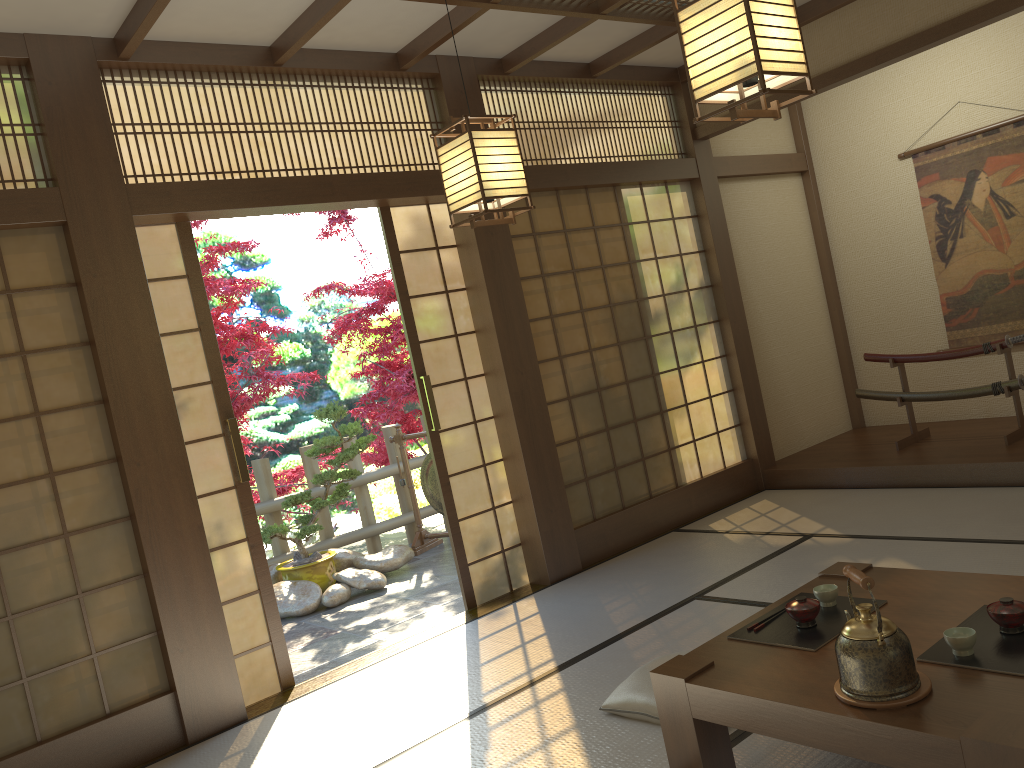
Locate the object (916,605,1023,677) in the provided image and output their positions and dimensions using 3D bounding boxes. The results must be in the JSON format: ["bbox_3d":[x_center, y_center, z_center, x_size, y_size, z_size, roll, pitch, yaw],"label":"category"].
[{"bbox_3d":[1.261,0.642,2.239,0.400,0.007,0.300,-14,3,-38],"label":"object"}]

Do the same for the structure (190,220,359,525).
[{"bbox_3d":[-3.195,-0.016,7.062,3.412,4.004,3.045,-12,2,-6],"label":"structure"}]

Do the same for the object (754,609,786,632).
[{"bbox_3d":[0.796,0.717,2.712,0.200,0.008,0.008,-14,3,-42],"label":"object"}]

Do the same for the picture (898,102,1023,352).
[{"bbox_3d":[3.252,-1.102,6.137,0.038,1.725,0.952,-14,3,-38],"label":"picture"}]

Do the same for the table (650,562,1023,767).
[{"bbox_3d":[1.112,0.839,2.432,1.000,0.350,1.000,-14,3,-38],"label":"table"}]

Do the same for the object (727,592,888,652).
[{"bbox_3d":[0.887,0.707,2.662,0.400,0.007,0.300,-14,3,-38],"label":"object"}]

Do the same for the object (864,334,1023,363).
[{"bbox_3d":[2.815,-0.218,5.679,0.086,0.121,1.186,-14,3,-37],"label":"object"}]

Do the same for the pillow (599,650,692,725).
[{"bbox_3d":[0.633,1.059,3.125,0.486,0.107,0.496,-10,3,45],"label":"pillow"}]

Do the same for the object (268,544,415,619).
[{"bbox_3d":[-1.329,1.378,6.452,1.260,0.276,1.147,-14,3,-42],"label":"object"}]

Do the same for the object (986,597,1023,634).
[{"bbox_3d":[1.274,0.590,2.272,0.100,0.080,0.100,-14,3,-38],"label":"object"}]

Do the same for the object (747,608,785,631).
[{"bbox_3d":[0.786,0.719,2.726,0.200,0.008,0.008,-14,3,-38],"label":"object"}]

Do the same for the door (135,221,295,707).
[{"bbox_3d":[-1.973,0.521,3.563,1.894,2.380,0.073,-14,3,-38],"label":"door"}]

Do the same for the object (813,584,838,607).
[{"bbox_3d":[0.973,0.655,2.739,0.074,0.052,0.073,-12,2,5],"label":"object"}]

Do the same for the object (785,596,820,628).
[{"bbox_3d":[0.858,0.667,2.609,0.100,0.080,0.100,-14,3,-38],"label":"object"}]

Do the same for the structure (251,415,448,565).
[{"bbox_3d":[-1.789,1.109,6.953,7.456,1.136,0.245,-14,3,-38],"label":"structure"}]

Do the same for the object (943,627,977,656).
[{"bbox_3d":[1.119,0.643,2.208,0.074,0.052,0.073,-12,2,5],"label":"object"}]

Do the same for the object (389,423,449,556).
[{"bbox_3d":[-0.480,0.763,6.998,1.045,1.061,0.368,-11,2,30],"label":"object"}]

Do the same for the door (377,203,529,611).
[{"bbox_3d":[0.254,-0.026,5.374,1.894,2.380,0.073,-14,3,-38],"label":"door"}]

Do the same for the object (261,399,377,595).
[{"bbox_3d":[-1.411,0.830,6.477,1.032,1.362,0.586,-13,2,-12],"label":"object"}]

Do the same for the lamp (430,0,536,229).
[{"bbox_3d":[-0.184,-1.130,3.238,0.240,1.129,0.240,-14,3,-38],"label":"lamp"}]

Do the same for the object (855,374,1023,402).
[{"bbox_3d":[2.854,0.031,5.708,0.100,0.144,1.369,-14,3,-37],"label":"object"}]

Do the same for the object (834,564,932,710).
[{"bbox_3d":[0.852,0.586,2.117,0.219,0.296,0.226,-14,3,-43],"label":"object"}]

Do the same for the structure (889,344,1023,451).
[{"bbox_3d":[2.885,0.073,5.752,0.446,0.604,0.712,-14,3,-38],"label":"structure"}]

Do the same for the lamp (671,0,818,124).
[{"bbox_3d":[0.529,-1.250,2.325,0.240,1.129,0.240,-14,3,-38],"label":"lamp"}]

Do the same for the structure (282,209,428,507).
[{"bbox_3d":[-0.521,-0.676,9.342,3.045,4.004,3.412,-14,3,-36],"label":"structure"}]
